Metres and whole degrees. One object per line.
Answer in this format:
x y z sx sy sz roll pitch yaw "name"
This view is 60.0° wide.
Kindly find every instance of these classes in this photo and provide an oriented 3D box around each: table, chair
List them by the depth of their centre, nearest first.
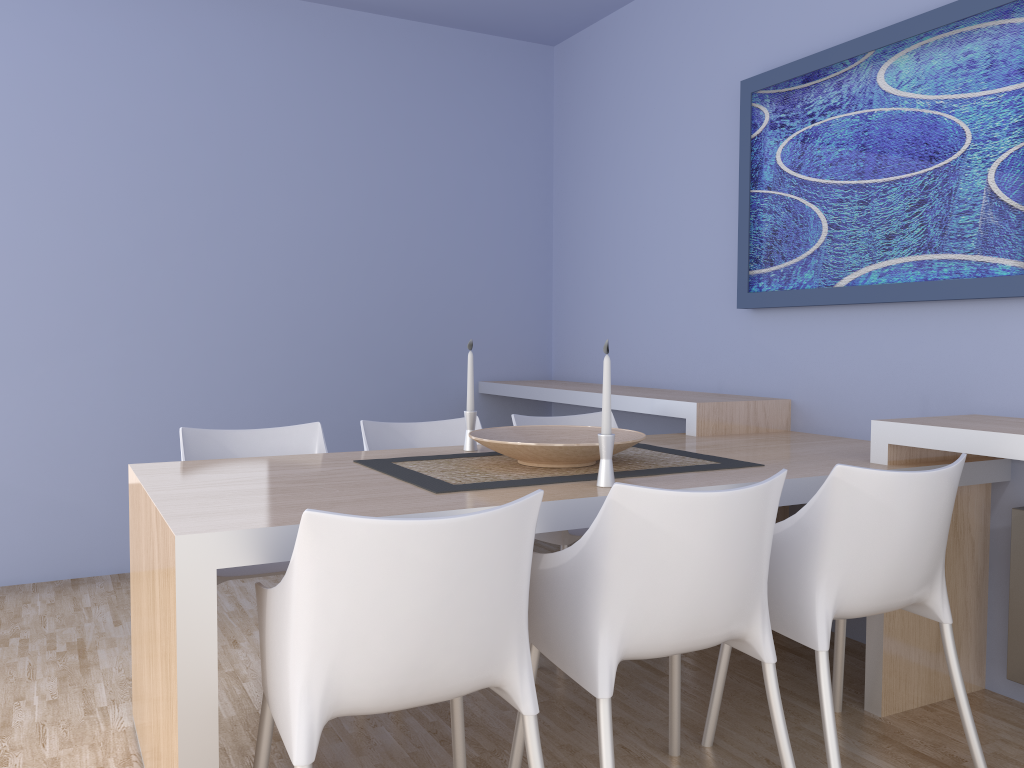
-0.217 0.583 1.677 0.510 0.793 0.486 -1 3 -28 "chair"
0.311 0.572 1.953 0.510 0.793 0.486 -1 3 -27 "chair"
0.831 0.560 2.226 0.510 0.793 0.486 -1 3 -28 "chair"
0.213 0.579 2.552 2.340 0.718 1.002 -1 3 -28 "table"
-0.749 0.531 2.692 0.510 0.793 0.486 -1 3 -28 "chair"
-0.240 0.521 2.958 0.510 0.793 0.486 -1 3 -28 "chair"
0.268 0.510 3.224 0.510 0.793 0.486 -1 3 -28 "chair"

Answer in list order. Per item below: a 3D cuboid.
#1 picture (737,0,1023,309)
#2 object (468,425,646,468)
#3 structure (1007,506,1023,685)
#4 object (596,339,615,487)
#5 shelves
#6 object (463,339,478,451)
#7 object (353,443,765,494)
1.217 -0.725 3.001 0.049 0.901 1.252 -1 3 -28 "picture"
0.125 0.179 2.480 0.493 0.081 0.493 0 3 -9 "object"
1.111 0.573 3.255 0.064 0.503 3.843 -1 3 -28 "structure"
0.223 0.067 2.092 0.045 0.349 0.045 -1 3 -28 "object"
0.921 0.488 3.226 0.463 0.840 3.901 -1 3 -28 "shelves"
-0.129 0.033 2.764 0.045 0.349 0.045 1 3 14 "object"
0.125 0.221 2.478 0.986 0.005 0.594 -1 3 -28 "object"
